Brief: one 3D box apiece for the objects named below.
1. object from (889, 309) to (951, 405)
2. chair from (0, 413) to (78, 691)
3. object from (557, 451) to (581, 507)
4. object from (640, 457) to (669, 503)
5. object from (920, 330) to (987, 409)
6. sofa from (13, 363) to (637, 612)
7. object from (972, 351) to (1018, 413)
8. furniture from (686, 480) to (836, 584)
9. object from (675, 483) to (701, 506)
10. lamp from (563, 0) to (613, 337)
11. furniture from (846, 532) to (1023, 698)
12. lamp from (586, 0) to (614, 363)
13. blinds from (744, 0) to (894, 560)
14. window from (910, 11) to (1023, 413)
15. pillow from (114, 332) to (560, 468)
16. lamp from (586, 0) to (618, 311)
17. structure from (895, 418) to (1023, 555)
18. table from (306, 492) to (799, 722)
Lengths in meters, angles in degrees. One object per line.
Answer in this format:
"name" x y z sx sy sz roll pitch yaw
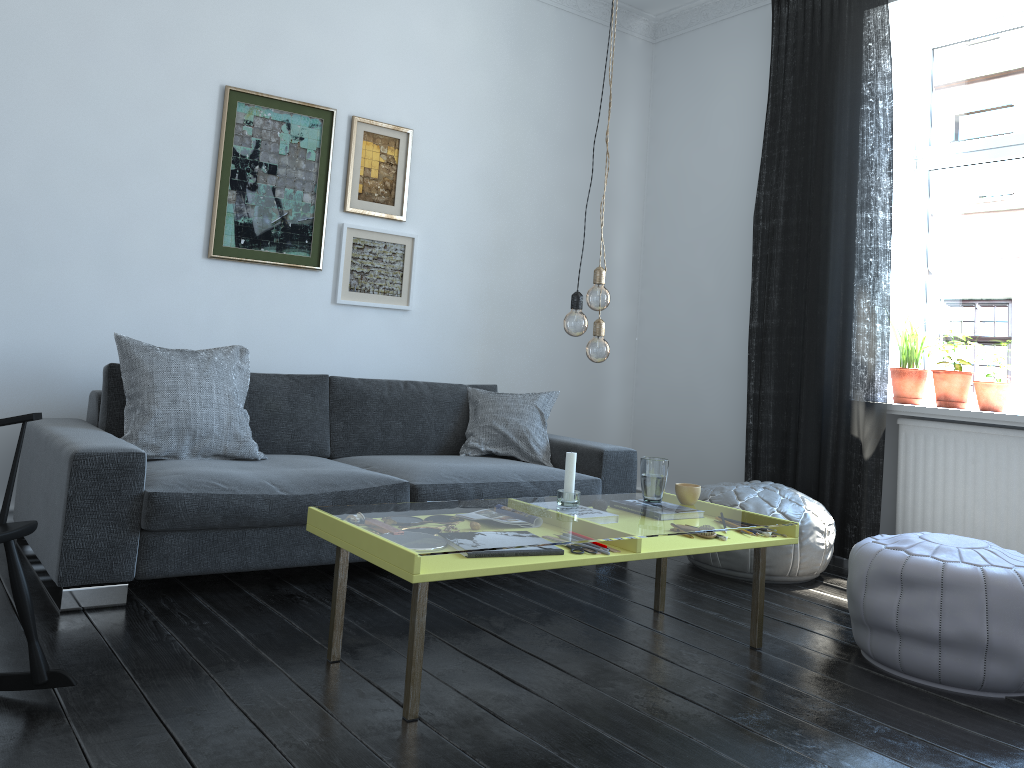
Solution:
"object" 2.010 -0.148 4.409 0.300 0.504 0.331 1 -4 37
"chair" -1.452 0.195 1.884 0.906 1.015 0.607 4 -3 9
"object" 0.185 0.301 2.816 0.074 0.175 0.074 4 -4 -1
"object" 0.487 0.330 3.030 0.098 0.147 0.097 3 -3 15
"object" 2.123 -0.070 4.231 0.233 0.373 0.257 6 -3 -24
"sofa" -0.673 0.339 3.734 2.359 0.729 1.085 3 0 -36
"object" 2.223 -0.011 4.052 0.195 0.280 0.175 3 -3 21
"furniture" 1.081 0.635 3.938 0.675 0.385 0.680 4 0 -36
"object" 0.601 0.379 3.014 0.086 0.067 0.086 4 -1 -8
"lamp" 0.245 -0.890 2.673 0.086 1.512 0.073 3 -5 15
"furniture" 1.378 0.697 2.758 0.606 0.423 0.616 5 -1 -42
"lamp" 0.313 -0.814 2.735 0.074 1.512 0.088 5 -5 -12
"blinds" 1.529 -0.672 4.465 0.111 3.003 0.803 8 -6 -37
"window" 2.596 -0.845 4.080 0.106 2.005 1.568 8 -4 -36
"pillow" -0.666 0.097 3.880 2.044 0.497 0.478 3 -1 -31
"lamp" 0.309 -0.969 2.709 0.074 1.512 0.073 3 -5 11
"structure" 2.139 0.510 3.744 0.073 0.633 1.065 8 -2 -36
"table" 0.156 0.593 2.609 1.393 0.403 0.601 3 0 -36
